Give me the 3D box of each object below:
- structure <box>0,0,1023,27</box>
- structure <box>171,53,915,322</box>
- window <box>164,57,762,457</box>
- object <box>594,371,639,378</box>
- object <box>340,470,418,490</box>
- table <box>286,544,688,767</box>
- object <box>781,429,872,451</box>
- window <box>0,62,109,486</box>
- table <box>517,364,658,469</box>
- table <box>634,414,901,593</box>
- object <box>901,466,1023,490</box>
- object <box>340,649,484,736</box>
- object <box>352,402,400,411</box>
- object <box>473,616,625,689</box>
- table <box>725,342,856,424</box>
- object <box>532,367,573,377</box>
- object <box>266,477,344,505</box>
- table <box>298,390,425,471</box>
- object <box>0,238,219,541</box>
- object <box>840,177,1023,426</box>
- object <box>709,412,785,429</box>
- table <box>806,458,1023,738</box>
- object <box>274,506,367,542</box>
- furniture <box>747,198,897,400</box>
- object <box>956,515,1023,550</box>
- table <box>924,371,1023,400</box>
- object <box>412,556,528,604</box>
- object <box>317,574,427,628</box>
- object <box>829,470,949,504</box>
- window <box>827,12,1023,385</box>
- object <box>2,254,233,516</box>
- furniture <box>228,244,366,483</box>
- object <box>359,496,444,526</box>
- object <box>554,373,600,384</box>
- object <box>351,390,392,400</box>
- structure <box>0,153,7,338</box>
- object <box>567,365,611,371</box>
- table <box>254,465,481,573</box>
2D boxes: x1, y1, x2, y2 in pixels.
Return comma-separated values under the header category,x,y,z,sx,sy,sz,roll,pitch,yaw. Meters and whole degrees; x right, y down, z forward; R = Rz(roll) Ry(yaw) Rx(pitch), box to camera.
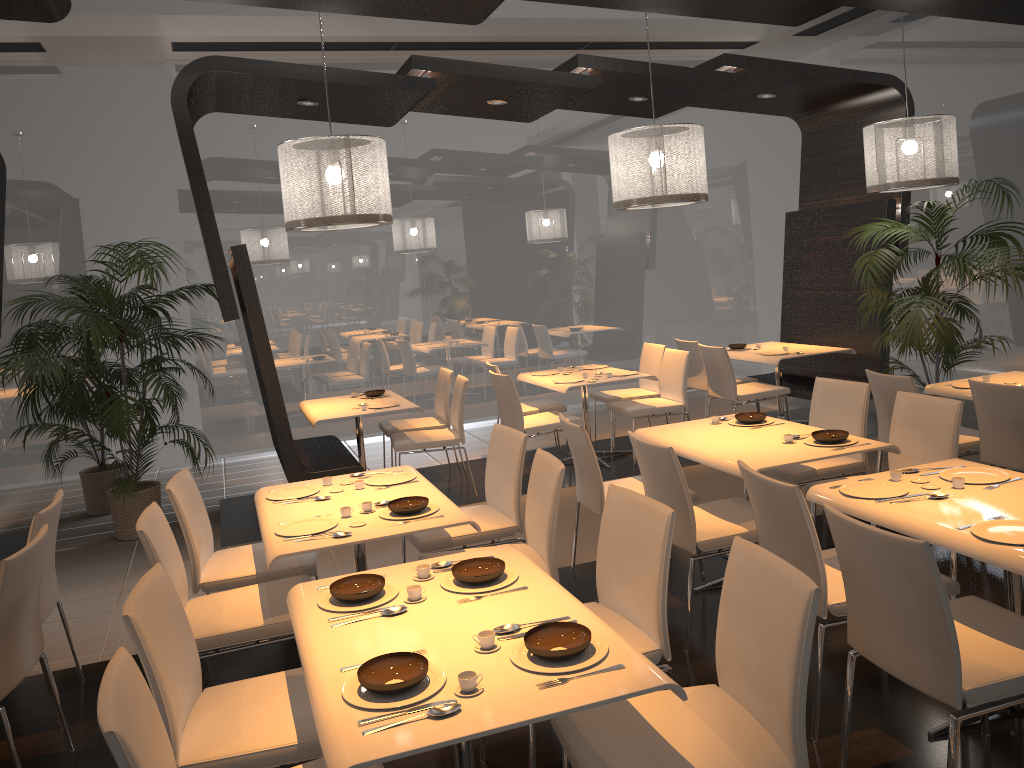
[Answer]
category,x,y,z,sx,sy,sz,roll,pitch,yaw
structure,-0.549,-1.020,3.006,10.689,1.728,2.913,-7,7,-18
structure,0.443,-1.672,7.280,5.948,1.720,1.406,-7,5,-18
window,-0.140,-1.589,9.483,6.596,3.962,0.070,-7,4,-18
object,0.837,-0.093,7.189,0.336,0.037,0.378,-9,9,-29
object,-0.635,0.436,4.176,0.336,0.037,0.378,-9,9,-29
table,-0.133,1.011,2.421,0.802,0.722,1.152,-7,7,-18
object,1.461,0.253,4.175,0.304,0.044,0.366,-8,8,-19
window,-6.934,-0.701,7.208,6.596,3.962,0.070,-7,4,-18
table,0.623,0.278,7.410,0.802,0.722,1.152,-7,7,-18
table,1.363,0.605,4.499,1.055,0.722,1.152,-7,7,-18
object,1.701,0.341,3.394,0.336,0.037,0.378,-9,9,-29
object,-0.240,0.684,2.053,0.304,0.044,0.366,-8,8,-19
object,-1.014,0.149,6.568,0.336,0.037,0.378,-9,9,-29
object,0.077,0.639,2.182,0.304,0.044,0.366,-8,8,-19
table,2.420,0.044,8.004,0.802,0.722,1.152,-7,7,-18
object,0.350,-0.105,7.592,0.336,0.037,0.378,-8,8,-24
object,-0.941,0.484,4.019,0.336,0.037,0.378,-8,8,-24
table,-1.163,0.510,6.824,0.802,0.722,1.152,-7,7,-18
object,-2.711,0.063,6.144,1.566,2.050,1.508,-7,5,-24
object,3.316,-0.541,6.788,1.505,2.050,1.569,-5,5,-5
object,1.253,0.189,4.790,0.304,0.044,0.366,-8,8,-19
table,1.730,0.768,3.045,0.802,0.722,1.152,-7,7,-18
object,-0.745,0.545,3.438,0.336,0.037,0.378,-8,8,-24
furniture,2.751,-0.772,8.085,0.759,1.667,1.407,-6,5,-18
object,1.608,0.442,2.697,0.336,0.037,0.378,-8,8,-24
table,3.135,0.375,5.077,0.802,0.722,1.152,-7,7,-18
object,-0.138,0.584,2.735,0.304,0.044,0.366,-8,8,-19
object,-0.427,0.620,2.645,0.304,0.044,0.366,-8,8,-19
object,1.411,0.381,3.279,0.336,0.037,0.378,-8,8,-24
window,4.730,-1.680,7.033,0.070,3.957,6.607,-6,6,-18
object,-3.265,-0.018,7.101,1.559,2.050,1.515,-2,6,33
furniture,-1.640,-0.198,6.614,0.759,1.667,1.407,-6,5,-18
object,-0.453,0.497,3.581,0.304,0.044,0.366,-8,8,-19
object,0.517,-0.041,7.006,0.336,0.037,0.378,-8,8,-24
object,-1.140,0.081,7.130,0.304,0.044,0.366,-8,8,-19
structure,-6.315,-0.789,5.017,5.948,1.720,1.406,-7,5,-18
object,0.654,-0.156,7.777,0.336,0.037,0.378,-9,9,-29
table,-0.645,0.868,3.823,0.802,0.722,1.152,-7,7,-18
